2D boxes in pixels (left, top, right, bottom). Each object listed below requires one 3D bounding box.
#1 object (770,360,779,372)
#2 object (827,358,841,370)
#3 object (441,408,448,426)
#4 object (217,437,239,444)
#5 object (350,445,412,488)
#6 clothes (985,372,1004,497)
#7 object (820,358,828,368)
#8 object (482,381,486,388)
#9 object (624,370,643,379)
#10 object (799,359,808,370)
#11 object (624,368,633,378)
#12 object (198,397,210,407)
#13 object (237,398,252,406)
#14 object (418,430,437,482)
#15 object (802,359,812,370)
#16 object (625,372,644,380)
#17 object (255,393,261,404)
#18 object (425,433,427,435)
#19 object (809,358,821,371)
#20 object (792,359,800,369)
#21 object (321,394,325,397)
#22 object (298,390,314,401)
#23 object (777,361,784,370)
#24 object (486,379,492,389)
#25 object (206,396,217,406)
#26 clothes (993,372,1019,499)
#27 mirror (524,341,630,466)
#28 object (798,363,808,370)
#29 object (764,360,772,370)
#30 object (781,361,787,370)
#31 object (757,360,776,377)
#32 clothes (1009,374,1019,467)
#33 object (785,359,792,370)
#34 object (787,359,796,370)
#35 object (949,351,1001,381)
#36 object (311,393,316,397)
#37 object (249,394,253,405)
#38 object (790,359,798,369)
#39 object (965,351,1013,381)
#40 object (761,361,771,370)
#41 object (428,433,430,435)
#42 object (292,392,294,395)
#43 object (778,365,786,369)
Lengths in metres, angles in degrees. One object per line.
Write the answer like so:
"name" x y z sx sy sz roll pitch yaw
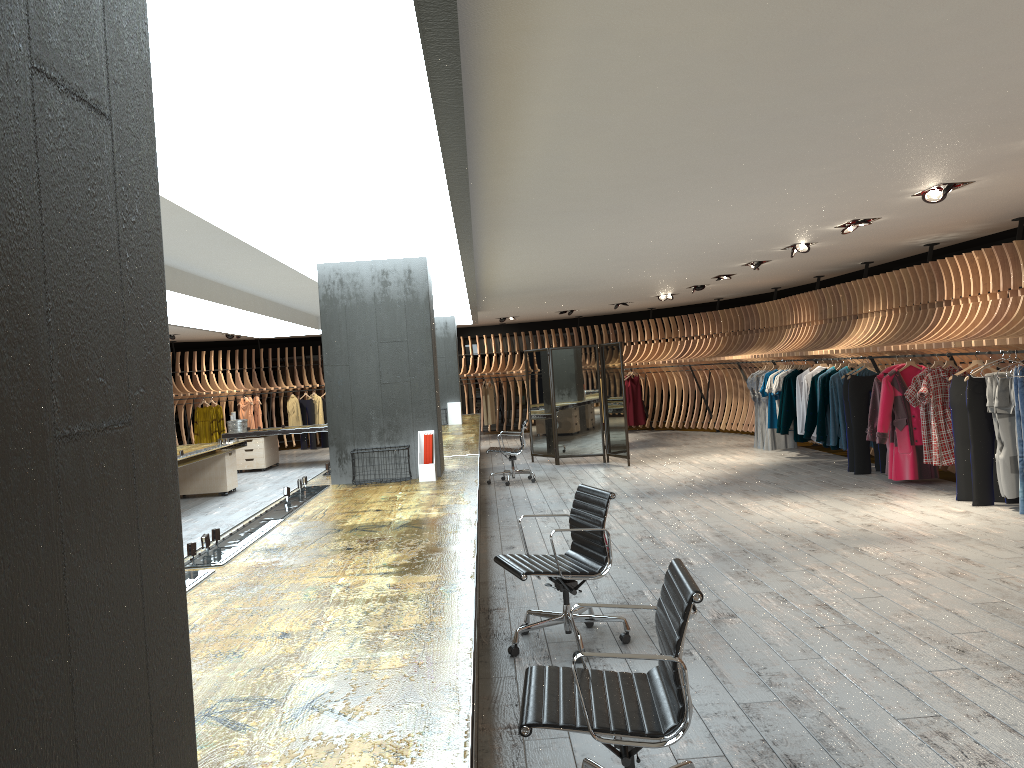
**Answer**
"object" 4.293 -0.255 14.408 0.525 0.270 0.012 -4 0 -17
"object" 4.364 -0.224 12.048 0.525 0.270 0.012 -4 0 3
"object" -1.281 0.554 14.402 0.459 0.289 0.329 -4 0 1
"object" -4.388 0.879 13.715 0.302 0.074 0.217 -4 1 -8
"object" -1.028 0.648 7.003 0.459 0.289 0.329 -4 0 -4
"clothes" 4.517 0.460 8.123 0.273 1.143 0.170 -4 0 30
"object" 4.356 -0.233 12.381 0.525 0.270 0.012 -4 0 -2
"object" -0.674 -0.024 21.706 0.012 0.270 0.525 -4 1 13
"object" 2.634 -0.219 19.654 0.525 0.270 0.012 -4 0 -2
"object" 4.342 -0.235 13.116 0.525 0.270 0.012 -4 0 -2
"object" 2.524 -0.213 19.771 0.525 0.270 0.012 -4 0 -27
"object" -6.963 0.427 20.040 0.525 0.270 0.012 -4 0 28
"object" -6.237 0.365 20.668 0.525 0.270 0.012 -3 0 33
"object" -0.679 0.572 7.072 0.129 0.383 0.239 -4 0 -2
"object" 4.332 -0.233 12.989 0.525 0.270 0.012 -4 0 3
"object" 2.694 -0.221 19.572 0.525 0.270 0.012 -4 0 -27
"object" -5.998 0.347 20.818 0.012 0.270 0.525 -4 0 -37
"object" -0.686 0.578 7.076 0.045 0.359 0.207 -4 0 -2
"object" 4.347 -0.236 12.615 0.525 0.270 0.012 -4 0 3
"object" 4.300 -0.231 13.382 0.524 0.284 0.014 -4 0 8
"object" -4.502 0.236 21.557 0.525 0.270 0.012 -4 0 23
"object" -4.972 0.271 21.379 0.525 0.270 0.012 -3 0 33
"object" 4.268 -0.239 13.966 0.523 0.288 0.015 -4 0 8
"object" -0.543 -0.032 21.693 0.012 0.270 0.525 -4 1 18
"object" -6.836 0.417 20.172 0.525 0.270 0.012 -4 0 28
"clothes" 4.508 0.460 8.017 0.278 1.141 0.172 -4 0 5
"mirror" 1.031 0.334 14.228 2.110 1.892 0.443 -4 0 39
"object" 4.326 -0.236 13.198 0.525 0.270 0.012 -4 0 -2
"object" 4.256 -0.257 14.717 0.525 0.270 0.012 -4 0 -12
"object" 4.299 -0.246 13.861 0.525 0.270 0.012 -4 0 3
"object" 4.268 -0.255 14.581 0.525 0.270 0.012 -4 0 13
"clothes" 4.568 0.460 7.911 0.273 1.143 0.169 -4 0 -45
"object" 4.326 -0.240 13.775 0.523 0.290 0.013 -4 0 -7
"object" 4.320 -0.237 13.670 0.524 0.285 0.013 -4 0 -7
"object" 4.483 -0.179 8.536 0.525 0.270 0.012 -3 0 38
"object" -4.793 0.258 21.464 0.525 0.270 0.012 -3 0 43
"object" -6.141 0.358 20.739 0.012 0.270 0.525 -4 1 -32
"object" 4.309 -0.245 13.555 0.525 0.270 0.012 -4 0 -17
"object" 4.499 -0.177 8.323 0.525 0.270 0.012 -4 0 -2
"object" 4.258 -0.259 14.862 0.525 0.270 0.012 -4 0 13
"object" -0.665 0.577 7.077 0.045 0.359 0.207 -4 0 -2
"object" -5.254 0.292 21.253 0.012 0.270 0.525 -4 0 -37
"object" 4.301 -0.249 14.102 0.525 0.270 0.012 -4 0 23
